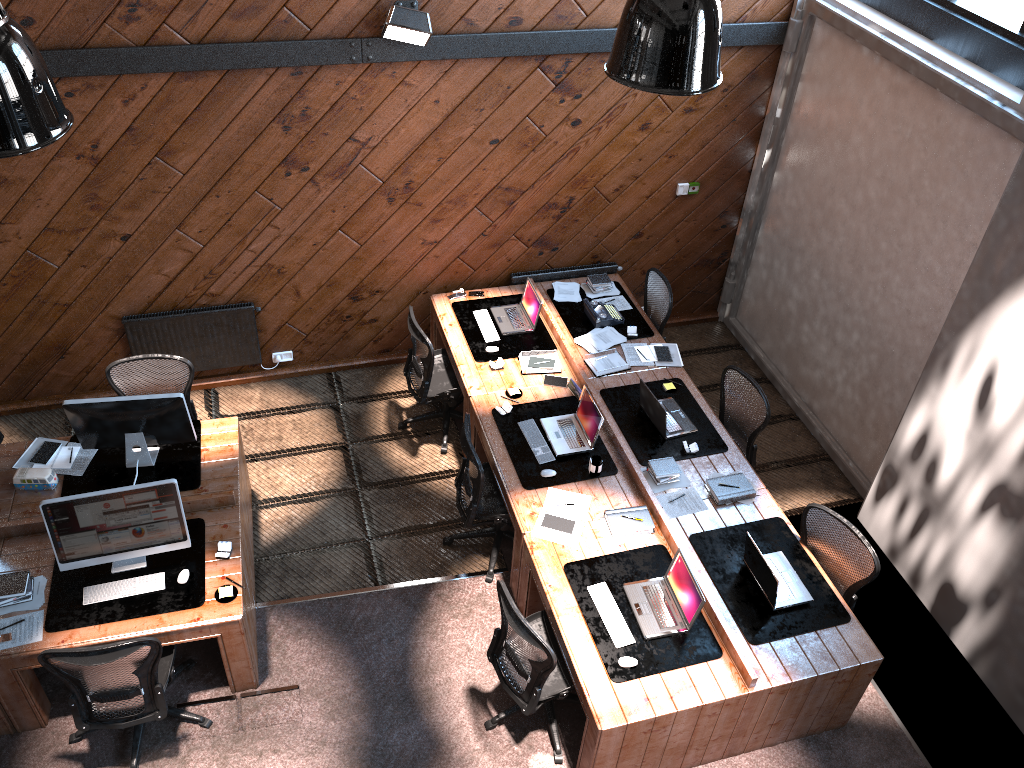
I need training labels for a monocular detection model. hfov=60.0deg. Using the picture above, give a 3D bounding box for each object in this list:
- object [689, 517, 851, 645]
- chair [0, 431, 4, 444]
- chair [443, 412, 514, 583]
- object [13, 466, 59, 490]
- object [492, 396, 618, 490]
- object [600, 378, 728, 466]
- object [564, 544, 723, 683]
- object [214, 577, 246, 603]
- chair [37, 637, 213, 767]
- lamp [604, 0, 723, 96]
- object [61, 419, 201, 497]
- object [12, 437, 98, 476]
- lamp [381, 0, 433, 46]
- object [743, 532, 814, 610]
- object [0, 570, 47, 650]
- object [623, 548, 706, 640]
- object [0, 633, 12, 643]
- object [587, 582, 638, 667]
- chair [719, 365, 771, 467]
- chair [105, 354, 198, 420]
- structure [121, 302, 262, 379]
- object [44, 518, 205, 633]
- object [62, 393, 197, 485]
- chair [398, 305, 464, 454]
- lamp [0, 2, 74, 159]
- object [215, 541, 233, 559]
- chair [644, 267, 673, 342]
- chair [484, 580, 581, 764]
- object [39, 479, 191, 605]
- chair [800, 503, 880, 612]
[{"bbox_3d":[1.567,1.184,5.452,0.687,0.008,0.848,-8,41,-15],"label":"object"},{"bbox_3d":[-3.872,0.478,6.145,0.770,1.085,0.792,-9,41,-15],"label":"chair"},{"bbox_3d":[-0.087,0.708,6.207,0.792,1.085,0.770,-16,44,-23],"label":"chair"},{"bbox_3d":[-3.043,0.605,5.670,0.253,0.146,0.128,1,40,-4],"label":"object"},{"bbox_3d":[0.289,0.398,6.286,0.687,0.008,0.848,-8,41,-15],"label":"object"},{"bbox_3d":[1.103,0.261,6.524,0.687,0.008,0.848,-8,41,-15],"label":"object"},{"bbox_3d":[0.753,1.320,5.214,0.687,0.008,0.848,-8,41,-15],"label":"object"},{"bbox_3d":[-1.648,1.198,5.129,0.158,0.026,0.154,23,43,21],"label":"object"},{"bbox_3d":[-2.199,1.583,4.961,0.770,1.085,0.792,-16,44,-23],"label":"chair"},{"bbox_3d":[0.641,-2.092,2.610,0.445,2.372,0.445,23,43,21],"label":"lamp"},{"bbox_3d":[-2.512,0.513,5.894,0.848,0.008,0.687,-7,41,-13],"label":"object"},{"bbox_3d":[-3.009,0.475,5.874,0.467,0.017,0.304,7,40,3],"label":"object"},{"bbox_3d":[-0.734,-2.460,6.103,0.328,0.287,0.283,-8,41,-15],"label":"lamp"},{"bbox_3d":[1.601,1.091,5.299,0.320,0.288,0.380,-8,41,-15],"label":"object"},{"bbox_3d":[-2.778,1.239,4.921,0.319,0.098,0.478,-9,41,-16],"label":"object"},{"bbox_3d":[0.872,1.209,5.133,0.323,0.283,0.390,-7,41,-13],"label":"object"},{"bbox_3d":[-2.796,1.373,4.786,0.159,0.064,0.054,-17,44,-24],"label":"object"},{"bbox_3d":[0.591,1.377,5.103,0.139,0.040,0.577,-8,41,-14],"label":"object"},{"bbox_3d":[1.501,0.466,6.643,0.792,1.085,0.770,-24,47,-30],"label":"chair"},{"bbox_3d":[-2.515,0.369,6.399,0.770,1.085,0.792,-16,44,-23],"label":"chair"},{"bbox_3d":[-2.585,-0.346,7.309,1.064,0.628,0.073,-8,41,-15],"label":"structure"},{"bbox_3d":[-2.246,1.102,5.207,0.848,0.008,0.687,-7,41,-13],"label":"object"},{"bbox_3d":[-2.438,0.272,5.767,0.811,0.578,0.663,30,46,27],"label":"object"},{"bbox_3d":[-0.550,-0.127,7.174,0.792,1.085,0.770,-24,47,-30],"label":"chair"},{"bbox_3d":[-1.556,-1.714,2.037,0.445,2.372,0.445,6,40,3],"label":"lamp"},{"bbox_3d":[-1.735,1.001,5.331,0.082,0.063,0.106,3,40,-1],"label":"object"},{"bbox_3d":[1.019,-0.407,7.654,0.792,1.085,0.770,-16,44,-23],"label":"chair"},{"bbox_3d":[0.201,1.554,5.212,0.770,1.085,0.792,32,47,30],"label":"chair"},{"bbox_3d":[-2.261,0.820,5.117,0.714,0.573,0.610,-9,41,-15],"label":"object"},{"bbox_3d":[1.827,1.361,5.592,0.770,1.085,0.792,32,47,30],"label":"chair"}]
